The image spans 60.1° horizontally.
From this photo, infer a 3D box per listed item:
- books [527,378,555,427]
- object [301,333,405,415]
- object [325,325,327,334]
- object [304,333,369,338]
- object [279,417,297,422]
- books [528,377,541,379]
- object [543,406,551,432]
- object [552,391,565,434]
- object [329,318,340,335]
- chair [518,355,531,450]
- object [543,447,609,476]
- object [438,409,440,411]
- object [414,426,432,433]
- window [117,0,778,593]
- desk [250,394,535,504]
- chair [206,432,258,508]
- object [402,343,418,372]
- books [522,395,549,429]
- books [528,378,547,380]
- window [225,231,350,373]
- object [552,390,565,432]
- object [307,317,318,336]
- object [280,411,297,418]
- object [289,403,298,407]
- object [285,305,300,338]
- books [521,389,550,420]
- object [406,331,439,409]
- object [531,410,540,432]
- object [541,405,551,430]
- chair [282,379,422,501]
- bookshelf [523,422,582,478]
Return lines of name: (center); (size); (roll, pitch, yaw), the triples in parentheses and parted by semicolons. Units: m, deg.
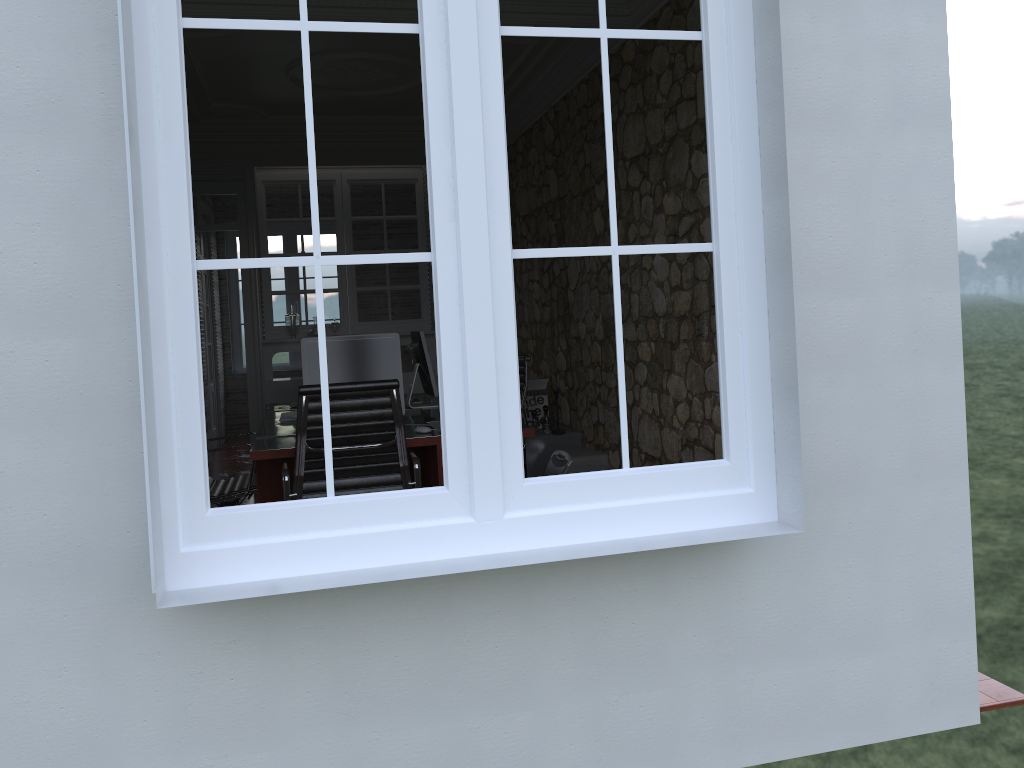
books: (0.165, 0.145, 6.483); (0.272, 0.354, 0.063); (-4, 1, -13)
object: (-0.788, 0.000, 4.396); (0.484, 0.485, 0.189); (-4, 1, -13)
object: (-1.666, -0.524, 7.747); (0.088, 0.271, 0.088); (-3, 1, -18)
object: (-1.174, -0.089, 5.991); (0.483, 0.485, 0.190); (-3, 1, 12)
object: (-1.297, 0.205, 5.135); (0.106, 0.028, 0.059); (-4, 3, -15)
books: (0.099, 0.133, 6.729); (0.259, 0.351, 0.065); (-4, 1, -13)
object: (0.243, 0.246, 6.253); (0.048, 0.175, 0.088); (-3, 1, -2)
object: (0.313, 0.195, 6.112); (0.095, 0.288, 0.095); (-3, 1, -18)
object: (-1.563, -0.492, 7.818); (0.094, 0.188, 0.094); (-4, 2, -39)
chair: (-0.200, 0.338, 5.769); (0.699, 1.022, 0.665); (-4, 2, -18)
object: (0.403, 0.623, 5.775); (0.363, 0.387, 0.400); (-4, 2, -13)
object: (-0.384, 0.150, 5.339); (0.149, 0.011, 0.011); (-6, 4, -37)
object: (-0.430, 0.218, 4.246); (0.059, 0.028, 0.106); (-6, 5, -44)
window: (-0.118, -0.585, 2.173); (1.528, 1.983, 0.127); (-4, 1, -13)
desk: (-0.794, 0.547, 5.270); (1.301, 0.727, 2.510); (-4, 4, -13)
chair: (-1.520, 0.476, 4.797); (0.700, 1.022, 0.665); (-4, 2, -19)
object: (-0.877, -0.245, 7.820); (0.166, 0.272, 0.188); (-2, 2, 22)
books: (0.167, 0.207, 6.413); (0.197, 0.240, 0.058); (-4, 1, -13)
books: (0.147, 0.142, 6.534); (0.258, 0.354, 0.049); (-4, 1, -13)
window: (-2.793, -1.089, 11.258); (1.540, 1.937, 0.127); (-4, 1, -13)
object: (0.319, 0.187, 6.221); (0.095, 0.288, 0.095); (-2, 1, 36)
object: (-1.689, -0.478, 7.619); (0.148, 0.200, 0.148); (-4, 2, -31)
object: (-1.366, 0.193, 5.456); (0.118, 0.017, 0.439); (-4, 4, -13)
object: (-1.515, 0.145, 6.143); (0.059, 0.028, 0.106); (-4, 4, -14)
object: (-1.896, -0.528, 7.653); (0.129, 0.315, 0.129); (-3, 1, 12)
books: (0.158, 0.184, 6.448); (0.222, 0.282, 0.061); (-4, 1, -13)
object: (-0.586, -0.097, 5.642); (0.190, 0.484, 0.484); (-3, 2, -13)
object: (0.162, 0.259, 6.282); (0.048, 0.153, 0.088); (-3, 2, -18)
object: (0.244, 0.238, 6.359); (0.048, 0.175, 0.088); (-4, 2, -39)
chair: (-0.749, 0.489, 3.995); (0.665, 1.022, 0.699); (-3, 2, -9)
bookshelf: (0.141, 0.542, 6.666); (0.436, 0.459, 1.196); (-4, 4, -13)
